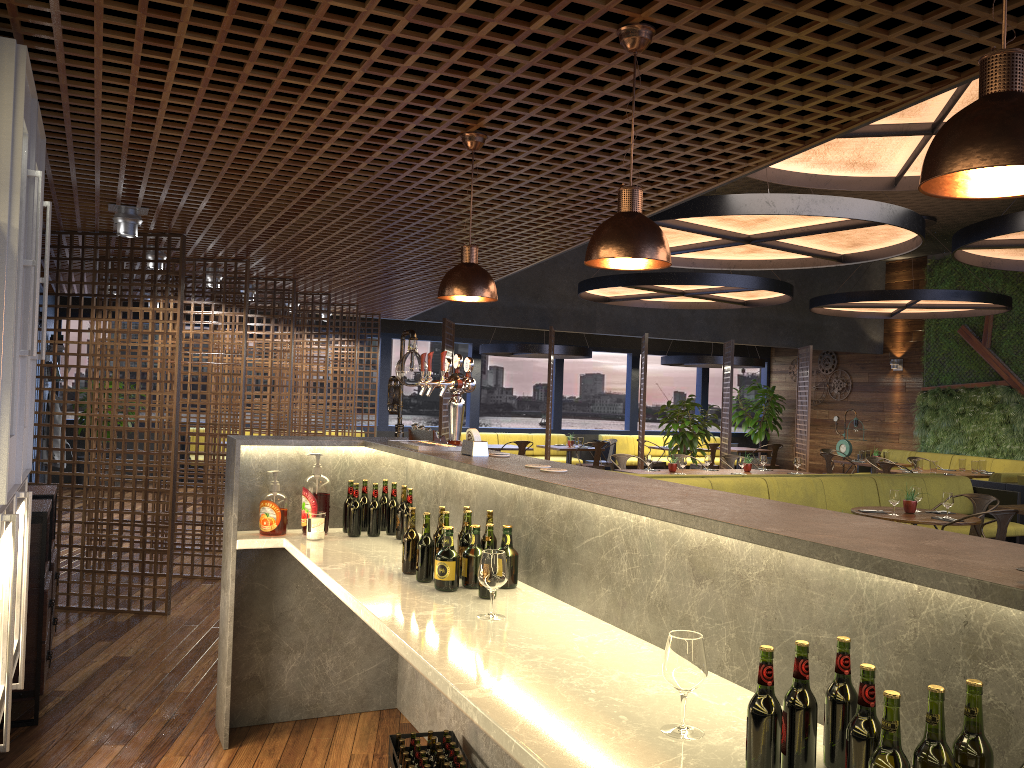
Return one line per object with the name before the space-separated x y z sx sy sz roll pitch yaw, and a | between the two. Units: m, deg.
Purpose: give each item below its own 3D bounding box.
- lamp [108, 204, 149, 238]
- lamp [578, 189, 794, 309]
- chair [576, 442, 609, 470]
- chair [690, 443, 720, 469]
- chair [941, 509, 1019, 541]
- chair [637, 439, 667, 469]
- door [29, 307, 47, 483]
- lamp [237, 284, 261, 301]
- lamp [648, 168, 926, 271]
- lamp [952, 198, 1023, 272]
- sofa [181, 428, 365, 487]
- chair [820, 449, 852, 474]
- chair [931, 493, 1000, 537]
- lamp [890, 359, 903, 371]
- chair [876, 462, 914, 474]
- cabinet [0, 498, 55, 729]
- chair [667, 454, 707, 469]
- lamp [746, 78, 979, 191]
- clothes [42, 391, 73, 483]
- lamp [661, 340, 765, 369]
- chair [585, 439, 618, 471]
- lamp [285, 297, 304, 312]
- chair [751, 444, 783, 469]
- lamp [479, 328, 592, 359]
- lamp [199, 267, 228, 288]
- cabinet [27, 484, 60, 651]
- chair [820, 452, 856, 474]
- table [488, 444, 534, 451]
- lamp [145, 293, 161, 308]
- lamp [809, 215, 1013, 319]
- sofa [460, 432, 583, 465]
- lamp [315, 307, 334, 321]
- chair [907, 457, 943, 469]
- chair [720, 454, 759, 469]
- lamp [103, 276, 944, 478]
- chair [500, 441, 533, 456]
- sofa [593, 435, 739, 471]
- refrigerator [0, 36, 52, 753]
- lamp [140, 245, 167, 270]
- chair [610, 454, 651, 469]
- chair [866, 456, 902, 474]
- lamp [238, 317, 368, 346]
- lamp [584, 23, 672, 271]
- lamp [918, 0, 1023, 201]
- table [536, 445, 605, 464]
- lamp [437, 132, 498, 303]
lamp | -2.377 -1.002 5.486 0.228 0.172 0.228 2 -1 -25
lamp | 2.288 -1.866 11.727 2.778 1.475 2.778 2 -1 -25
chair | 1.351 1.425 15.145 0.504 0.917 0.541 2 -1 -25
chair | 3.525 1.519 16.165 0.504 0.917 0.541 2 -1 -25
chair | 3.643 1.408 6.964 0.504 0.917 0.541 2 -1 -25
chair | 2.593 1.489 16.554 0.541 0.917 0.504 2 -1 -25
door | -5.424 0.371 10.123 0.052 2.386 2.441 2 -1 -25
lamp | -2.785 -0.969 9.371 0.228 0.172 0.228 2 -1 -25
lamp | 2.086 -1.924 7.720 2.778 1.475 2.778 2 -1 -21
lamp | 5.103 -1.820 7.122 2.778 1.475 2.778 2 -1 24
sofa | -3.875 1.233 14.916 3.061 0.914 0.966 2 -1 -25
chair | 5.552 1.581 15.160 0.504 0.917 0.541 2 -1 -25
chair | 3.949 1.429 7.792 0.541 0.917 0.504 2 -1 -25
lamp | 7.246 -0.367 16.787 0.189 0.215 0.215 2 -1 -25
chair | 5.327 1.536 12.260 0.541 0.917 0.504 2 -1 -25
cabinet | -2.523 1.105 4.376 0.473 1.007 0.553 2 -1 -25
chair | 2.365 1.423 11.974 0.504 0.917 0.541 2 -1 -25
lamp | 2.655 -2.107 5.553 2.778 1.159 2.778 2 -1 25
clothes | -6.293 0.819 12.290 0.401 1.494 0.423 3 -1 -29
lamp | 3.937 -1.433 17.278 1.979 2.172 1.979 3 -1 -40
chair | 1.609 1.446 16.025 0.541 0.917 0.504 2 -1 -25
lamp | -2.621 -0.948 10.582 0.228 0.172 0.228 2 -1 -25
chair | 4.819 1.574 16.772 0.504 0.917 0.541 2 -1 -25
lamp | 0.456 -1.581 15.644 1.979 2.172 1.979 2 -1 20
lamp | -2.771 -0.983 8.220 0.228 0.172 0.228 2 -1 -25
cabinet | -2.818 1.102 5.005 0.473 1.007 0.553 2 -1 -25
chair | 5.210 1.556 14.175 0.541 0.917 0.504 2 -1 -25
table | -0.243 1.446 15.169 0.887 0.763 0.906 2 -1 -25
lamp | -4.334 -1.009 10.723 0.228 0.172 0.228 2 -1 -25
lamp | 5.965 -1.786 13.364 2.778 1.362 2.778 2 -1 29
sofa | -0.190 1.391 16.645 3.061 0.914 0.966 2 -1 -25
lamp | -2.487 -0.927 11.812 0.228 0.172 0.228 2 -1 -25
chair | 6.344 1.590 13.575 0.504 0.917 0.541 2 -1 -25
chair | 3.180 1.458 12.356 0.504 0.917 0.541 2 -1 -25
lamp | 0.428 0.427 9.765 9.057 2.714 3.017 2 -1 -25
chair | 0.057 1.370 14.538 0.504 0.917 0.541 2 -1 -25
sofa | 3.238 1.538 18.254 3.061 0.914 0.966 2 -1 -25
refrigerator | -1.892 0.032 3.045 0.454 2.109 1.159 2 -1 -25
lamp | -2.828 -1.000 7.035 0.228 0.172 0.228 2 -1 -25
chair | 1.545 1.388 11.589 0.504 0.917 0.541 2 -1 -25
chair | 5.558 1.557 13.206 0.504 0.917 0.541 2 -1 -25
lamp | -3.231 -1.738 13.914 1.979 2.172 1.979 2 -1 -19
lamp | 0.344 -0.678 2.544 0.250 0.673 0.250 2 -1 7
lamp | 0.834 -0.673 1.499 0.250 0.673 0.250 2 -1 7
table | 1.023 1.500 15.768 0.906 0.763 0.887 2 -1 -25
lamp | -0.170 -0.683 3.638 0.250 0.673 0.250 2 -1 7
